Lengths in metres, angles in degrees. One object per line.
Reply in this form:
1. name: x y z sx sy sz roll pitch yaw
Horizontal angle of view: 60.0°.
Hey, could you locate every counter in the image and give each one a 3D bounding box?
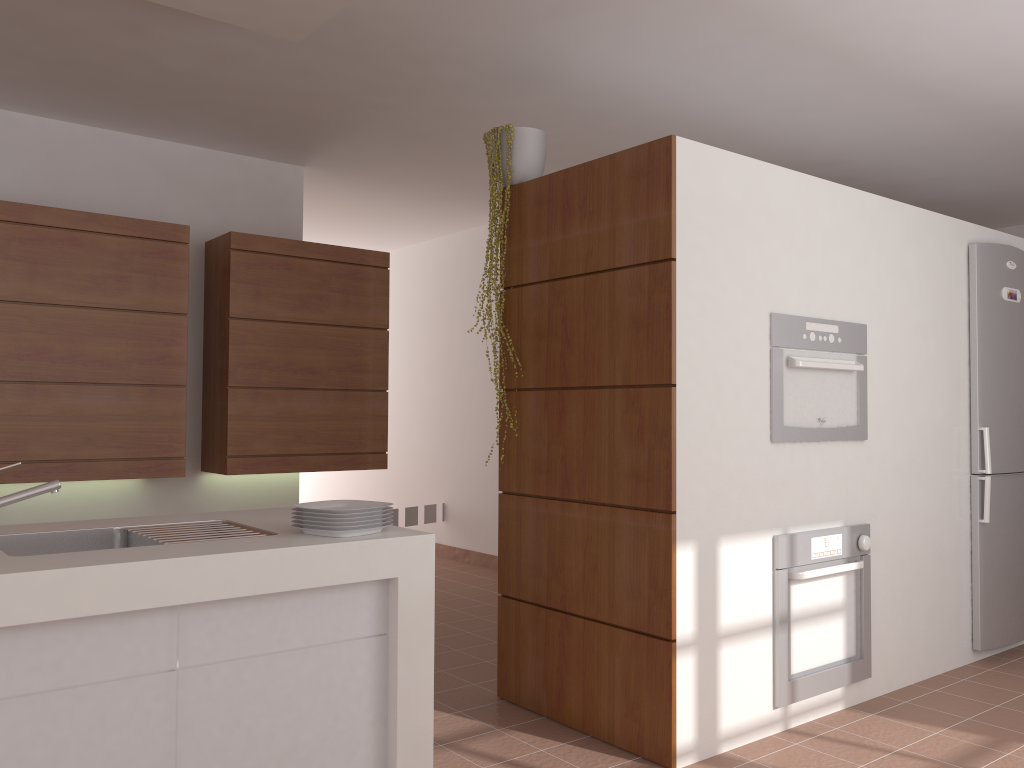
1. counter: -1.299 0.765 1.917 2.156 0.800 0.821 2 -2 -38

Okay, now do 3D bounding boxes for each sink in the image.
1. sink: -0.968 0.371 2.192 0.668 0.368 0.404 2 -2 -38

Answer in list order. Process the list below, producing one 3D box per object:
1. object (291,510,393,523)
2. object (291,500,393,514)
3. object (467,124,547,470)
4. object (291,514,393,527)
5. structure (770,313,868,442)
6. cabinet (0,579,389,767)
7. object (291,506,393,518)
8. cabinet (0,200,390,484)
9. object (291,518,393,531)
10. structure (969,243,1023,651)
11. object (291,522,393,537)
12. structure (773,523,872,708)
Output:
1. object: -0.436 0.342 2.287 0.228 0.020 0.228 -1 -2 34
2. object: -0.436 0.321 2.288 0.228 0.020 0.228 -1 -2 34
3. object: -0.010 -0.337 3.519 0.297 1.344 0.279 0 -2 11
4. object: -0.436 0.352 2.287 0.228 0.020 0.228 -1 -2 34
5. structure: 1.166 -0.016 3.281 0.614 0.454 0.056 2 -2 -38
6. cabinet: -1.341 0.814 1.877 2.048 0.700 0.737 2 -2 -38
7. object: -0.436 0.331 2.287 0.228 0.020 0.228 -1 -2 34
8. cabinet: -2.768 -0.182 3.743 4.718 1.200 0.754 2 -2 -38
9. object: -0.436 0.362 2.286 0.228 0.020 0.228 -1 -2 34
10. structure: 2.335 0.278 4.180 0.604 1.862 0.089 2 -2 -38
11. object: -0.436 0.372 2.286 0.228 0.020 0.228 -1 -2 34
12. structure: 1.159 0.832 3.258 0.596 0.592 0.058 2 -2 -38
